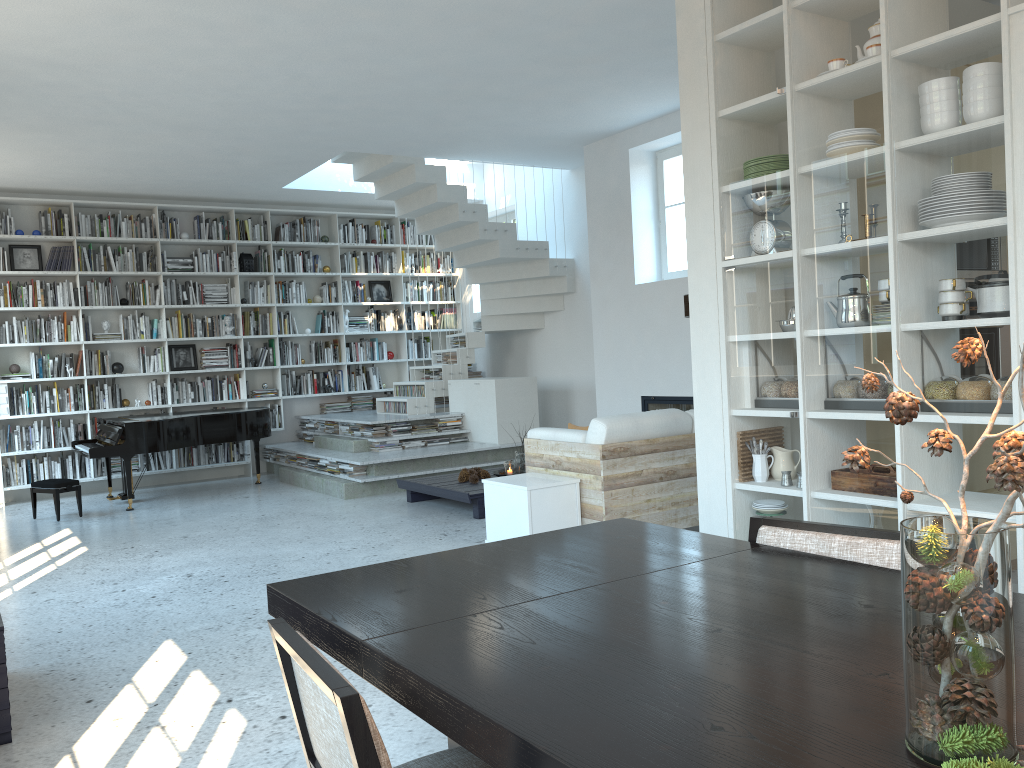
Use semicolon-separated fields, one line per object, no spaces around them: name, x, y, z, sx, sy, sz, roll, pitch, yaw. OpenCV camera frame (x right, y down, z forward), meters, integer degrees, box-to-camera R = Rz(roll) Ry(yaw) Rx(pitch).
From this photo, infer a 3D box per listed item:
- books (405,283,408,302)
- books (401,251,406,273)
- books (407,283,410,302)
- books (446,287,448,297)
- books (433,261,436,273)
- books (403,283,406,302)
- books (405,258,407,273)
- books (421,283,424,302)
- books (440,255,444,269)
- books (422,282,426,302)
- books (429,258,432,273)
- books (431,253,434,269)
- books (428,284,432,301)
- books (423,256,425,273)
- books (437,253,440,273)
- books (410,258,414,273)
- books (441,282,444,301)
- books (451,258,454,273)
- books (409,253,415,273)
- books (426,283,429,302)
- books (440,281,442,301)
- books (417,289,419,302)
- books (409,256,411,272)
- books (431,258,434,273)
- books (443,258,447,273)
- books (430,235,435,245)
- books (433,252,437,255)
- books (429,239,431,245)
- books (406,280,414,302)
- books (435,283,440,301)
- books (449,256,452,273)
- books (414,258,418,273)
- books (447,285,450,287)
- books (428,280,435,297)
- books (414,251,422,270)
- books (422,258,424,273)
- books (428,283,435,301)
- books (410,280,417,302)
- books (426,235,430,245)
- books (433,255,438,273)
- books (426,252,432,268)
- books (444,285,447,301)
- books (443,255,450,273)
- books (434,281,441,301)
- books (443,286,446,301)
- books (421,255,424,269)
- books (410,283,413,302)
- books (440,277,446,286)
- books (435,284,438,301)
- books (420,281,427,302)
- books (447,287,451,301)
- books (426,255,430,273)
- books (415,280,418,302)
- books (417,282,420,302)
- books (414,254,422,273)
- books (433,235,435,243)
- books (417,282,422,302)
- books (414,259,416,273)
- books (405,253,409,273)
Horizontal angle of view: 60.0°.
books;-1.421;-1.186;11.629;0.026;0.250;0.160;-5;3;-33
books;-1.433;-1.572;11.505;0.010;0.294;0.183;-5;3;-33
books;-1.385;-1.187;11.619;0.023;0.248;0.182;-5;3;-33
books;-0.909;-1.241;11.953;0.013;0.283;0.149;-5;3;-33
books;-1.068;-1.547;11.854;0.034;0.183;0.156;-5;3;-33
books;-1.430;-1.187;11.608;0.012;0.254;0.161;-5;3;-33
books;-1.416;-1.528;11.517;0.024;0.205;0.165;-5;3;-33
books;-1.222;-1.205;11.737;0.024;0.259;0.156;-5;3;-33
books;-0.971;-1.589;11.901;0.070;0.254;0.154;-5;3;-33
books;-1.202;-1.208;11.748;0.022;0.263;0.172;-5;3;-33
books;-1.122;-1.561;11.796;0.023;0.220;0.171;-5;3;-33
books;-1.095;-1.594;11.837;0.024;0.281;0.153;-5;3;-33
books;-1.113;-1.206;11.803;0.045;0.245;0.177;-5;3;-33
books;-1.188;-1.562;11.681;0.012;0.238;0.165;-5;3;-33
books;-1.014;-1.603;11.879;0.023;0.287;0.163;-5;3;-33
books;-1.332;-1.529;11.568;0.024;0.193;0.189;-5;3;-33
books;-0.970;-1.228;11.896;0.028;0.268;0.173;-5;3;-33
books;-0.835;-1.580;11.976;0.011;0.216;0.170;-5;3;-33
books;-1.322;-1.565;11.591;0.023;0.264;0.158;-5;3;-33
books;-1.148;-1.209;11.805;0.012;0.254;0.161;-5;3;-33
books;-0.989;-1.232;11.887;0.013;0.277;0.188;-5;3;-33
books;-1.281;-1.161;11.717;0.027;0.179;0.157;-5;3;-33
books;-1.366;-1.541;11.552;0.049;0.224;0.161;-5;3;-33
books;-1.095;-1.559;11.807;0.013;0.213;0.186;-5;3;-33
books;-0.930;-1.572;11.925;0.023;0.213;0.180;-5;3;-33
books;-1.093;-1.960;11.837;0.068;0.277;0.131;-5;3;-33
books;-1.034;-1.605;11.878;0.011;0.294;0.151;-5;3;-33
books;-1.122;-1.937;11.823;0.010;0.236;0.131;-5;3;-33
books;-1.337;-1.209;11.646;0.014;0.286;0.185;-5;3;-33
books;-1.022;-1.217;11.881;0.025;0.253;0.160;-5;3;-33
books;-0.867;-1.593;11.977;0.040;0.247;0.160;-5;3;-33
books;-1.273;-1.543;11.632;0.025;0.211;0.134;-5;3;-33
books;-0.878;-1.218;11.995;0.024;0.230;0.131;-5;3;-33
books;-1.072;-1.234;11.860;0.024;0.292;0.132;-5;3;-33
books;-1.228;-1.588;11.643;0.022;0.297;0.152;-5;3;-33
books;-1.213;-1.544;11.658;0.014;0.206;0.184;-5;3;-33
books;-1.089;-1.215;11.826;0.023;0.258;0.184;-5;3;-33
books;-1.313;-1.218;11.692;0.022;0.297;0.162;-5;3;-33
books;-1.142;-1.923;11.794;0.057;0.212;0.163;-5;3;-33
books;-1.036;-1.588;11.852;0.022;0.261;0.160;-5;3;-33
books;-1.115;-1.599;11.810;0.010;0.295;0.165;-5;3;-33
books;-0.930;-1.208;11.932;0.025;0.220;0.177;-5;3;-33
books;-0.896;-1.597;11.959;0.029;0.258;0.163;-5;3;-33
books;-1.002;-1.234;11.883;0.012;0.283;0.151;-5;3;-33
books;-0.945;-1.202;11.911;0.025;0.211;0.188;-5;3;-33
books;-1.202;-1.563;11.672;0.022;0.242;0.144;-5;3;-33
books;-1.361;-1.193;11.648;0.026;0.256;0.173;-5;3;-33
books;-0.925;-1.264;11.952;0.013;0.330;0.140;-5;3;-33
books;-1.049;-1.208;11.876;0.028;0.237;0.146;-5;3;-33
books;-1.183;-1.221;11.765;0.030;0.284;0.166;-5;3;-33
books;-0.880;-1.199;11.953;0.029;0.195;0.192;-5;3;-33
books;-1.162;-1.567;11.713;0.042;0.242;0.247;-5;3;-33
books;-1.292;-1.217;11.692;0.012;0.293;0.165;-5;3;-33
books;-1.259;-1.203;11.714;0.013;0.260;0.158;-5;3;-33
books;-1.244;-1.566;11.628;0.023;0.254;0.189;-5;3;-33
books;-1.038;-1.921;11.842;0.024;0.193;0.186;-5;3;-33
books;-1.248;-1.209;11.732;0.025;0.271;0.152;-5;3;-33
books;-1.317;-1.535;11.644;0.038;0.199;0.170;-5;3;-33
books;-1.393;-1.559;11.522;0.026;0.263;0.189;-5;3;-33
